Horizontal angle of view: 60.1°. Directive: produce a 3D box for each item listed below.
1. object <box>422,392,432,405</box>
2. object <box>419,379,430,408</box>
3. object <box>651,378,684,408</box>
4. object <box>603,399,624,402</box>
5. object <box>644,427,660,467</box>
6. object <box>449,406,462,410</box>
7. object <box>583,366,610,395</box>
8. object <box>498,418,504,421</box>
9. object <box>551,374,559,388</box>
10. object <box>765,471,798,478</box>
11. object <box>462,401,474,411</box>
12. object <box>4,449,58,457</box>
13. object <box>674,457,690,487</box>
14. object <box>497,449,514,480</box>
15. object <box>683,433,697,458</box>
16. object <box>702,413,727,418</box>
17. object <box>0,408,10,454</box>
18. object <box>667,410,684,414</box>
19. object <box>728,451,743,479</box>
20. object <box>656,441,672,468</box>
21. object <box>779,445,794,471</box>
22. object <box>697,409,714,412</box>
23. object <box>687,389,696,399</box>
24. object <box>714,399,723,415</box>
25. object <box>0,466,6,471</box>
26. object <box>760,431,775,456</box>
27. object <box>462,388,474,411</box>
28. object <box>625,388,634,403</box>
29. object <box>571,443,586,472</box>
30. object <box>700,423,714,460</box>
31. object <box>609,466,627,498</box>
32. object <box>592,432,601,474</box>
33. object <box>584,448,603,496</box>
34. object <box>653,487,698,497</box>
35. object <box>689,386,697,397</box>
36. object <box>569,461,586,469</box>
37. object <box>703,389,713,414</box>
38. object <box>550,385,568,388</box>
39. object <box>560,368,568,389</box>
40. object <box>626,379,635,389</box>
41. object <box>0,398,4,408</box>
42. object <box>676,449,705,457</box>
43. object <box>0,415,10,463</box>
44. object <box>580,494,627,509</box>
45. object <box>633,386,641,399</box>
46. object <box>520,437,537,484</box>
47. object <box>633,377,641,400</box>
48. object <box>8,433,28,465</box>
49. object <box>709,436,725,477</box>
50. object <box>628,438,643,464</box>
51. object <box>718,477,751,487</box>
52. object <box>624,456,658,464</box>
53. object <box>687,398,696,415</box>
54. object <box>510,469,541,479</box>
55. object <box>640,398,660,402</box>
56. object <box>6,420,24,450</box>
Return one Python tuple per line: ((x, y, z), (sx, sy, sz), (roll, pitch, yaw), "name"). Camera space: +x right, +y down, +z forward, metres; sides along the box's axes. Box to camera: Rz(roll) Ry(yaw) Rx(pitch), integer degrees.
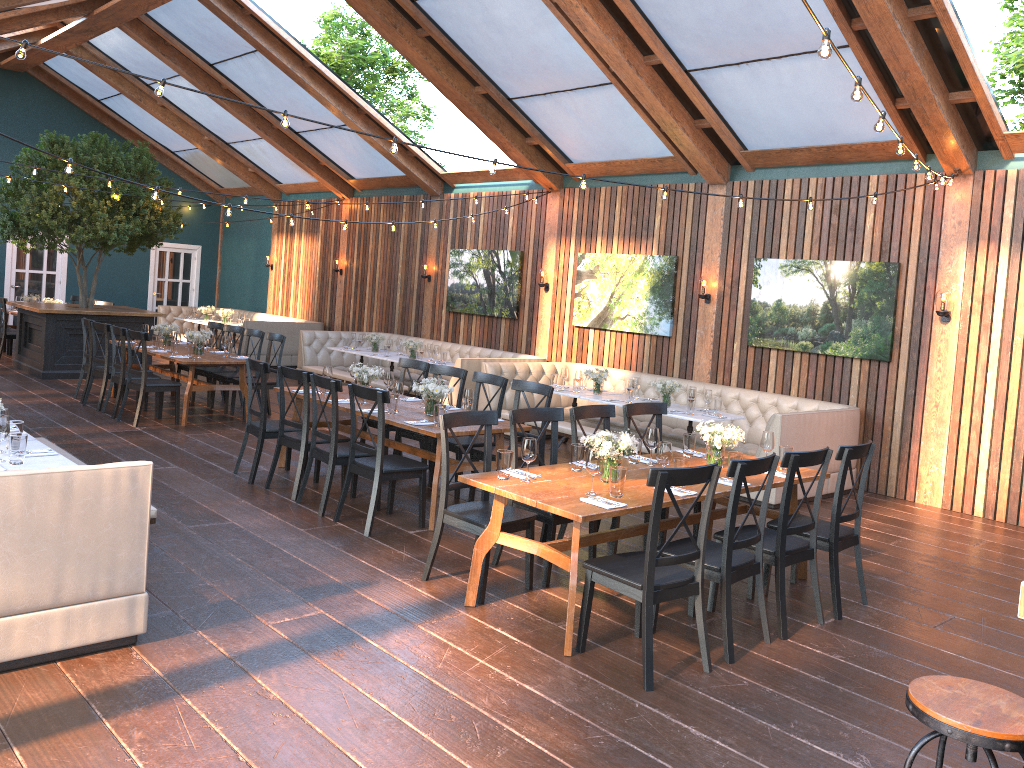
((-0.728, 0.111, 7.595), (0.091, 0.158, 0.092), (3, 3, -16), "object")
((-0.735, 0.080, 7.475), (0.092, 0.244, 0.092), (4, 3, 0), "object")
((1.624, 0.086, 9.309), (0.337, 0.308, 0.329), (6, 5, 22), "object")
((1.096, 0.173, 9.482), (0.255, 0.019, 0.158), (-1, 8, -42), "object")
((0.894, 0.402, 5.664), (0.092, 0.244, 0.092), (4, 3, 0), "object")
((-0.569, 0.202, 7.513), (0.255, 0.019, 0.158), (-1, 8, -42), "object")
((0.969, -0.039, 9.996), (0.328, 0.308, 0.338), (3, 5, -20), "object")
((-0.198, 0.280, 7.052), (0.255, 0.019, 0.158), (-1, 8, -42), "object")
((0.492, -0.031, 10.285), (0.092, 0.158, 0.092), (7, 4, 34), "object")
((1.714, 0.572, 5.722), (0.157, 0.019, 0.256), (-1, 8, -42), "object")
((-0.358, 0.190, 7.130), (0.091, 0.158, 0.092), (3, 3, -16), "object")
((-2.676, 0.381, 4.919), (0.255, 0.019, 0.158), (-1, 8, -42), "object")
((0.978, 0.511, 5.127), (0.091, 0.158, 0.092), (3, 3, -16), "object")
((-0.043, 0.453, 4.939), (0.091, 0.158, 0.092), (3, 3, -16), "object")
((1.220, 0.423, 6.100), (0.091, 0.158, 0.092), (3, 3, -16), "object")
((2.003, 0.312, 8.837), (0.157, 0.019, 0.256), (-1, 8, -42), "object")
((-2.831, 0.259, 4.891), (0.092, 0.244, 0.092), (4, 3, 0), "object")
((1.633, 0.278, 8.898), (0.255, 0.019, 0.158), (-1, 8, -42), "object")
((1.380, 0.503, 5.480), (0.091, 0.158, 0.092), (3, 3, -16), "object")
((0.880, 0.459, 5.133), (0.092, 0.244, 0.092), (4, 3, 0), "object")
((1.816, 0.493, 5.880), (0.091, 0.158, 0.092), (3, 3, -16), "object")
((2.027, 0.272, 9.229), (0.255, 0.019, 0.158), (-1, 8, -42), "object")
((1.806, 0.176, 8.916), (0.092, 0.244, 0.092), (4, 3, 0), "object")
((2.092, 0.234, 8.978), (0.092, 0.158, 0.092), (7, 4, 34), "object")
((-2.700, 0.421, 4.527), (0.157, 0.019, 0.256), (-1, 8, -42), "object")
((1.697, 0.439, 5.891), (0.092, 0.244, 0.092), (4, 3, 0), "object")
((-0.353, 0.159, 7.020), (0.092, 0.244, 0.092), (4, 3, 0), "object")
((1.244, 0.124, 9.395), (0.092, 0.158, 0.092), (7, 4, 34), "object")
((0.395, 0.444, 5.327), (0.091, 0.158, 0.092), (3, 3, -16), "object")
((1.335, 0.393, 6.057), (0.092, 0.244, 0.092), (4, 3, 0), "object")
((0.561, 0.523, 4.716), (0.091, 0.158, 0.092), (3, 3, -16), "object")
((0.525, 0.413, 5.307), (0.092, 0.244, 0.092), (4, 3, 0), "object")
((0.435, 0.469, 4.727), (0.092, 0.244, 0.092), (4, 3, 0), "object")
((0.904, 0.591, 4.981), (0.157, 0.019, 0.256), (-1, 8, -42), "object")
((1.871, 0.150, 9.201), (0.092, 0.244, 0.092), (4, 3, 0), "object")
((0.491, 0.505, 5.478), (0.157, 0.019, 0.256), (-1, 8, -42), "object")
((1.988, 0.181, 8.997), (0.092, 0.244, 0.092), (4, 3, 0), "object")
((0.571, 0.029, 10.431), (0.157, 0.019, 0.256), (-1, 8, -42), "object")
((0.602, -0.063, 10.262), (0.092, 0.244, 0.092), (5, 3, 5), "object")
((1.269, 0.071, 9.501), (0.092, 0.244, 0.092), (4, 3, 0), "object")
((-3.074, 0.195, 5.002), (0.337, 0.308, 0.329), (6, 5, 22), "object")
((1.299, 0.486, 6.224), (0.157, 0.019, 0.256), (-1, 8, -42), "object")
((-2.714, 0.290, 4.687), (0.092, 0.244, 0.092), (4, 3, 0), "object")
((0.456, 0.602, 4.567), (0.157, 0.019, 0.256), (-1, 8, -42), "object")
((1.385, 0.083, 9.862), (0.092, 0.158, 0.092), (7, 4, 34), "object")
((0.090, 0.423, 4.910), (0.092, 0.244, 0.092), (4, 3, 0), "object")
((1.367, 0.051, 9.753), (0.092, 0.244, 0.092), (4, 3, 0), "object")
((-2.610, 0.343, 4.668), (0.092, 0.158, 0.092), (7, 4, 34), "object")
((1.269, 0.450, 5.489), (0.092, 0.244, 0.092), (4, 3, 0), "object")
((0.790, 0.434, 5.699), (0.091, 0.158, 0.092), (3, 3, -16), "object")
((1.293, 0.583, 5.331), (0.157, 0.019, 0.256), (-1, 8, -42), "object")
((0.878, 0.496, 5.836), (0.157, 0.019, 0.256), (-1, 8, -42), "object")
((1.782, 0.228, 8.811), (0.092, 0.158, 0.092), (7, 4, 34), "object")
((0.061, 0.516, 5.078), (0.157, 0.019, 0.256), (-1, 8, -42), "object")
((1.522, 0.173, 9.781), (0.255, 0.019, 0.158), (-1, 8, -42), "object")
((-2.813, 0.291, 5.000), (0.092, 0.158, 0.092), (7, 4, 34), "object")
